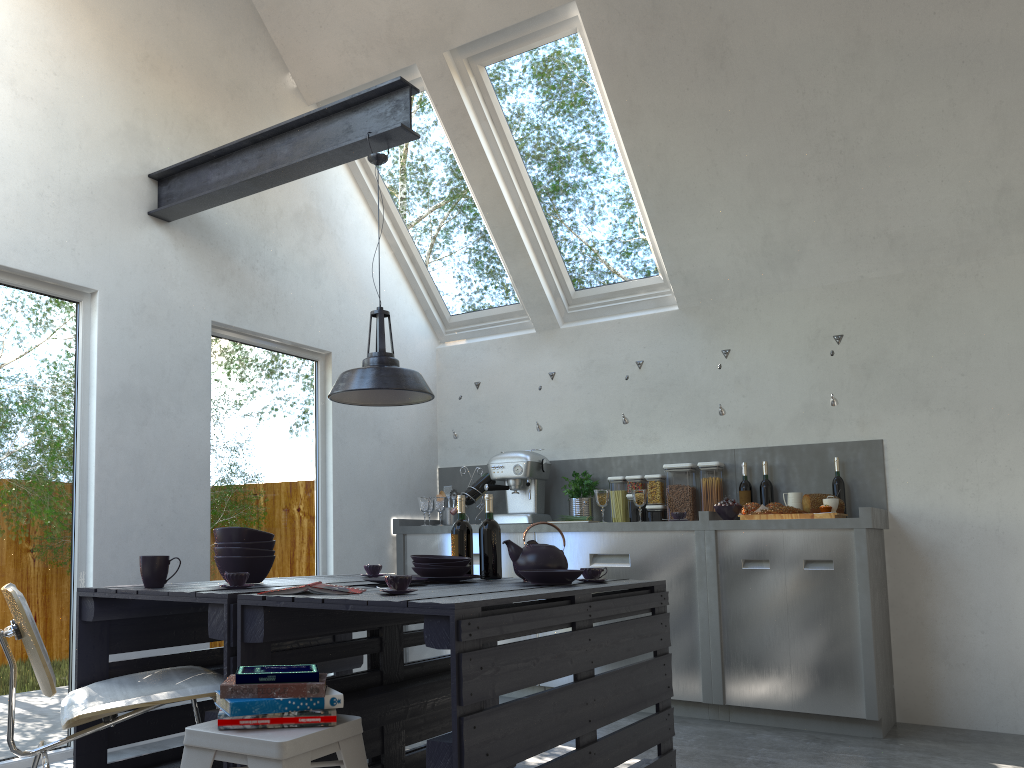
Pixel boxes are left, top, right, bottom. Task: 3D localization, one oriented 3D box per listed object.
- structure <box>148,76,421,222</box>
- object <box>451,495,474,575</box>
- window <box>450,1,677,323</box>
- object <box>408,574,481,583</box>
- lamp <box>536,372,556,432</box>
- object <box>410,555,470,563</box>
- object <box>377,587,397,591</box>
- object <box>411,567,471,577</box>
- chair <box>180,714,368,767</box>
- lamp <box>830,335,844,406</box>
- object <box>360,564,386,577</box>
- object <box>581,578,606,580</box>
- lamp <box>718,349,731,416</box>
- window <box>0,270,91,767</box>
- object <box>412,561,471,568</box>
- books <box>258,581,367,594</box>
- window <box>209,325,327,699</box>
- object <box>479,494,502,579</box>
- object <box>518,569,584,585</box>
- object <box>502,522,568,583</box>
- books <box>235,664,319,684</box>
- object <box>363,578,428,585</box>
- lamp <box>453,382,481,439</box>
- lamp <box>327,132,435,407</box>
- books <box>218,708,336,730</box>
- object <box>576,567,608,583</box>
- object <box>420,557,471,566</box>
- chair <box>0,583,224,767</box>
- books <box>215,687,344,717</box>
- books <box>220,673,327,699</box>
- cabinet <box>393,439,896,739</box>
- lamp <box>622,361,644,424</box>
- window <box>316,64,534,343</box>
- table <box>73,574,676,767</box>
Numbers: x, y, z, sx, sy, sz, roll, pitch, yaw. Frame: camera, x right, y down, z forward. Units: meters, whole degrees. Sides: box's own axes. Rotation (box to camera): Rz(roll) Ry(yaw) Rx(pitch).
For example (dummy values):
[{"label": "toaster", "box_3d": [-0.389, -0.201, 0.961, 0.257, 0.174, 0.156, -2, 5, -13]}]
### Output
[{"label": "structure", "box_3d": [-1.516, -0.972, 4.249, 2.679, 0.207, 0.129, -7, -9, 33]}, {"label": "object", "box_3d": [-0.208, 0.635, 3.637, 0.088, 0.342, 0.095, 1, -6, -20]}, {"label": "window", "box_3d": [0.370, -1.214, 5.194, 0.882, 1.377, 1.406, -5, -9, 31]}, {"label": "object", "box_3d": [-0.267, 0.743, 3.338, 0.282, 0.024, 0.312, 5, -11, -26]}, {"label": "lamp", "box_3d": [0.222, 0.108, 5.684, 0.062, 0.431, 0.327, -3, -8, 20]}, {"label": "object", "box_3d": [-0.275, 0.683, 3.346, 0.243, 0.057, 0.218, -7, -12, 32]}, {"label": "object", "box_3d": [-0.378, 0.611, 2.596, 0.026, 0.013, 0.140, 5, -12, -32]}, {"label": "object", "box_3d": [-0.270, 0.722, 3.338, 0.222, 0.047, 0.239, 3, -11, -17]}, {"label": "chair", "box_3d": [-0.585, 1.096, 2.168, 0.444, 0.500, 0.418, -5, -8, 27]}, {"label": "lamp", "box_3d": [1.729, -0.080, 4.681, 0.063, 0.433, 0.316, -4, -8, 31]}, {"label": "object", "box_3d": [-0.609, 0.819, 3.837, 0.121, 0.056, 0.112, -4, -10, 20]}, {"label": "object", "box_3d": [0.301, 0.714, 3.189, 0.029, 0.013, 0.125, -9, -14, 43]}, {"label": "lamp", "box_3d": [1.222, -0.016, 5.021, 0.062, 0.431, 0.327, -3, -8, 20]}, {"label": "window", "box_3d": [-2.225, 0.557, 3.651, 0.063, 2.109, 0.936, -4, -7, 31]}, {"label": "object", "box_3d": [-0.268, 0.707, 3.339, 0.243, 0.062, 0.217, -8, -12, 36]}, {"label": "books", "box_3d": [-0.611, 0.627, 2.696, 0.306, 0.030, 0.224, -1, -10, 1]}, {"label": "window", "box_3d": [-1.409, 0.796, 5.001, 0.063, 2.109, 0.936, -4, -7, 31]}, {"label": "object", "box_3d": [-0.090, 0.622, 3.569, 0.087, 0.342, 0.096, 2, -6, -25]}, {"label": "object", "box_3d": [0.138, 0.680, 3.080, 0.222, 0.047, 0.239, 3, -11, -17]}, {"label": "object", "box_3d": [0.106, 0.644, 3.351, 0.225, 0.230, 0.207, -6, -9, 34]}, {"label": "books", "box_3d": [-0.595, 0.737, 2.222, 0.201, 0.025, 0.148, 2, -10, -10]}, {"label": "object", "box_3d": [-0.416, 0.705, 3.125, 0.250, 0.019, 0.222, -8, -13, 36]}, {"label": "lamp", "box_3d": [-0.318, 0.176, 6.036, 0.063, 0.433, 0.316, -4, -8, 31]}, {"label": "lamp", "box_3d": [-0.539, -0.482, 3.553, 0.458, 1.087, 0.408, -5, -7, 32]}, {"label": "books", "box_3d": [-0.592, 0.831, 2.211, 0.279, 0.035, 0.204, 2, -10, -10]}, {"label": "object", "box_3d": [0.293, 0.705, 3.232, 0.122, 0.056, 0.111, -5, -10, 25]}, {"label": "object", "box_3d": [-0.268, 0.695, 3.344, 0.244, 0.062, 0.216, -8, -12, 36]}, {"label": "chair", "box_3d": [-1.257, 1.056, 2.837, 0.737, 0.812, 0.734, 3, -9, -27]}, {"label": "books", "box_3d": [-0.593, 0.797, 2.214, 0.272, 0.033, 0.209, 5, -11, -25]}, {"label": "books", "box_3d": [-0.599, 0.765, 2.220, 0.252, 0.032, 0.178, 1, -10, -5]}, {"label": "cabinet", "box_3d": [0.607, 1.141, 5.199, 3.027, 1.465, 0.539, -7, -8, 33]}, {"label": "lamp", "box_3d": [0.729, 0.045, 5.343, 0.063, 0.433, 0.316, -4, -8, 31]}, {"label": "window", "box_3d": [-0.496, -1.097, 5.775, 0.882, 1.383, 1.413, -5, -9, 31]}, {"label": "table", "box_3d": [-0.457, 1.125, 3.182, 1.701, 0.789, 1.433, -6, -11, 32]}]
